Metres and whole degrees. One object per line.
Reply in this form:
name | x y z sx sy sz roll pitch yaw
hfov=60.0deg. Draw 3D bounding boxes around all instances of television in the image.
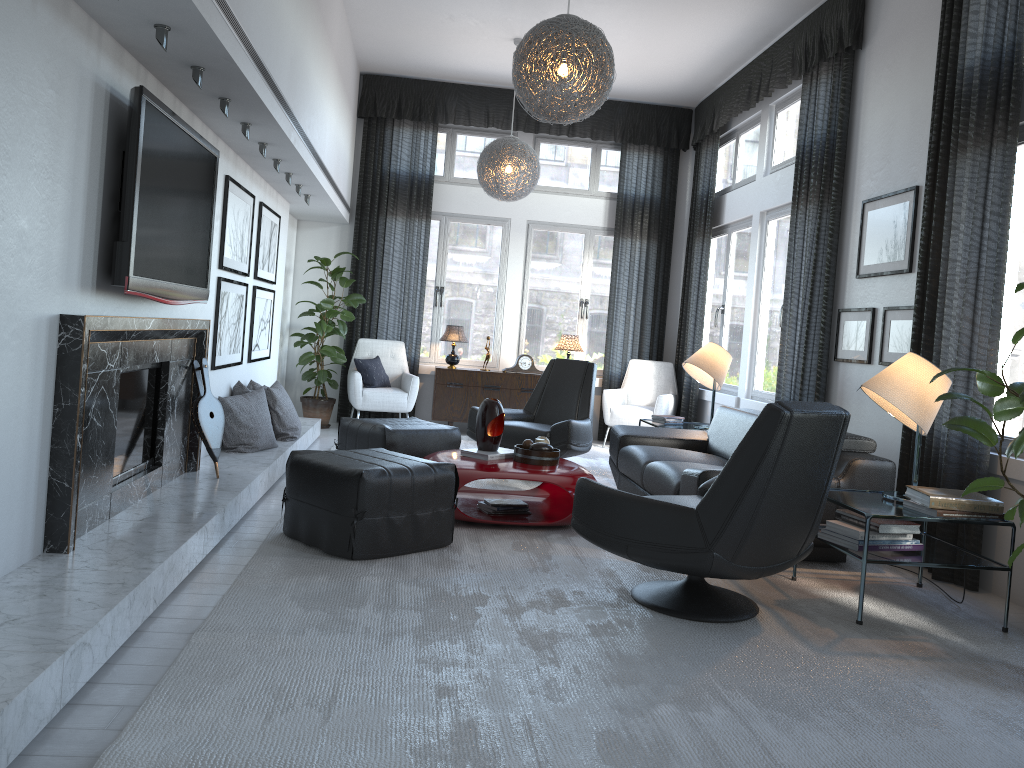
television | -1.428 -0.704 3.650 0.129 0.751 1.160 4 3 -6

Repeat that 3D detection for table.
table | 1.547 0.683 3.566 0.593 0.410 0.594 4 2 -6
table | 1.258 0.503 6.387 0.593 0.410 0.594 4 2 -6
table | -0.034 0.543 4.756 0.941 0.300 0.940 4 3 -6

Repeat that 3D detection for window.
window | 2.305 -0.828 3.726 0.133 2.321 1.270 4 1 -6
window | -0.662 -1.332 8.534 1.268 2.321 0.133 4 1 -6
window | 2.037 -0.996 6.347 0.133 2.321 1.270 4 1 -6
window | 1.893 -1.086 7.758 0.133 2.321 1.270 4 1 -6
window | 0.744 -1.229 8.680 1.268 2.321 0.133 4 1 -6

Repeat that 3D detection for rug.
rug | 0.357 0.743 4.383 2.953 0.032 7.782 4 3 -6

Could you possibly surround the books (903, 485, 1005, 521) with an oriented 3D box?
books | 1.714 0.465 3.458 0.320 0.075 0.279 4 3 -2

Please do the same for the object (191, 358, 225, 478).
object | -1.496 0.164 4.361 0.175 0.580 0.196 4 1 -26

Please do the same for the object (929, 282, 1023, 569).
object | 1.692 0.275 2.730 0.784 1.330 0.535 5 1 4

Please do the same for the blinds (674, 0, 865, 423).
blinds | 1.813 -0.931 7.049 0.189 3.275 3.217 4 2 -6

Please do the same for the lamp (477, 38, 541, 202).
lamp | 0.005 -2.100 7.071 0.512 1.305 0.515 4 1 -12

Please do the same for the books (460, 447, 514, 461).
books | -0.103 0.373 4.760 0.201 0.030 0.306 7 4 39

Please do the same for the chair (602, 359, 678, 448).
chair | 1.198 0.192 8.229 0.594 0.823 0.612 5 2 24

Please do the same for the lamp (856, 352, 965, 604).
lamp | 1.789 0.366 4.057 0.475 1.014 1.168 5 2 20

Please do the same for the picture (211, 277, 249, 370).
picture | -1.687 -0.361 5.322 0.020 0.522 0.792 4 2 -6

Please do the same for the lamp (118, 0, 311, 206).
lamp | -1.323 -1.243 4.550 0.053 0.081 4.260 4 3 -6

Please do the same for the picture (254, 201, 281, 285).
picture | -1.746 -0.991 6.348 0.020 0.522 0.792 4 2 -6

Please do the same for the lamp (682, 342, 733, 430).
lamp | 1.601 0.248 5.895 0.474 1.014 1.170 4 2 -32

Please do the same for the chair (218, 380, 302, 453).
chair | -1.593 0.183 5.779 0.391 0.431 1.338 4 3 -6

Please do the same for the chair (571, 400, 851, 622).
chair | 0.779 0.432 3.272 0.839 0.810 0.806 3 2 -33

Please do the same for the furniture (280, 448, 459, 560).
furniture | -0.638 0.509 3.943 0.600 0.378 0.613 7 3 43

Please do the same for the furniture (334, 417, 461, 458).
furniture | -0.714 0.416 5.498 0.598 0.378 0.615 2 3 -42

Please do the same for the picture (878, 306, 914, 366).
picture | 2.101 -0.256 4.765 0.020 0.326 0.428 4 2 -6

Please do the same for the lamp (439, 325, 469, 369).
lamp | -0.542 -0.343 8.212 0.280 0.397 0.281 5 2 20

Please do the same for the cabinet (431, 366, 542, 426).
cabinet | -0.043 0.196 8.323 1.398 0.612 0.386 4 2 -6

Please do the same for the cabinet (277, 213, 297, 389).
cabinet | -2.129 -0.579 7.791 0.191 1.894 1.173 4 2 -6

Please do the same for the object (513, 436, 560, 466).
object | 0.133 0.349 4.681 0.243 0.133 0.242 6 3 31

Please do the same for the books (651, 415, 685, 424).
books | 1.142 0.262 6.514 0.215 0.050 0.161 2 4 -34

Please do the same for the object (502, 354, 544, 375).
object | 0.119 -0.188 8.296 0.406 0.180 0.181 4 2 -6

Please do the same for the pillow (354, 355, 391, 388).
pillow | -1.251 -0.107 7.982 0.253 0.295 0.357 5 2 21

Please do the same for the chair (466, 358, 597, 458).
chair | 0.237 0.225 6.217 0.842 0.810 0.804 6 2 32

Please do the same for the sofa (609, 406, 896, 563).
sofa | 1.182 0.471 4.903 0.936 0.616 1.908 4 3 -6

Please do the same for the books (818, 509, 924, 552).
books | 1.428 0.578 3.479 0.321 0.115 0.280 3 3 -21

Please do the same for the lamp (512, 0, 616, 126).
lamp | 0.286 -1.926 4.340 0.514 1.305 0.513 4 1 -12

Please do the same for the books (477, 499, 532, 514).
books | -0.039 0.659 4.776 0.272 0.054 0.205 3 4 -30

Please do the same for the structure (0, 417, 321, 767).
structure | -1.402 0.567 3.680 0.393 0.135 7.219 4 3 -6

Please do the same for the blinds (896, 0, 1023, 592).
blinds | 2.227 -0.671 2.992 0.189 3.275 3.217 4 2 -6

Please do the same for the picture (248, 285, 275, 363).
picture | -1.790 -0.427 6.357 0.020 0.522 0.792 4 2 -6

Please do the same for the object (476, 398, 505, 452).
object | -0.119 0.217 4.755 0.151 0.280 0.153 5 2 34

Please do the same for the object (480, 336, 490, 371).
object | -0.238 -0.286 8.273 0.096 0.324 0.096 4 1 -7

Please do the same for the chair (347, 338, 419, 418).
chair | -1.175 0.016 7.997 0.593 0.823 0.614 4 2 -16

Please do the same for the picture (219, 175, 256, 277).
picture | -1.640 -0.925 5.313 0.020 0.522 0.792 4 2 -6

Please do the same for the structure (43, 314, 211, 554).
structure | -1.740 0.169 3.645 0.520 0.923 1.689 4 3 -6

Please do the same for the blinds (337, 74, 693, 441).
blinds | 0.044 -1.151 8.478 3.211 3.275 0.189 4 1 -6

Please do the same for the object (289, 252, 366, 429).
object | -1.652 -0.396 7.852 0.938 1.588 0.638 6 2 39

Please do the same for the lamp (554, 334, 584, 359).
lamp | 0.530 -0.264 8.323 0.280 0.397 0.281 5 2 20

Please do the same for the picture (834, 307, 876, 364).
picture | 2.046 -0.290 5.302 0.020 0.326 0.428 4 2 -6

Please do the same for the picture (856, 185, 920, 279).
picture | 2.119 -0.846 5.025 0.020 0.467 0.589 4 2 -6
